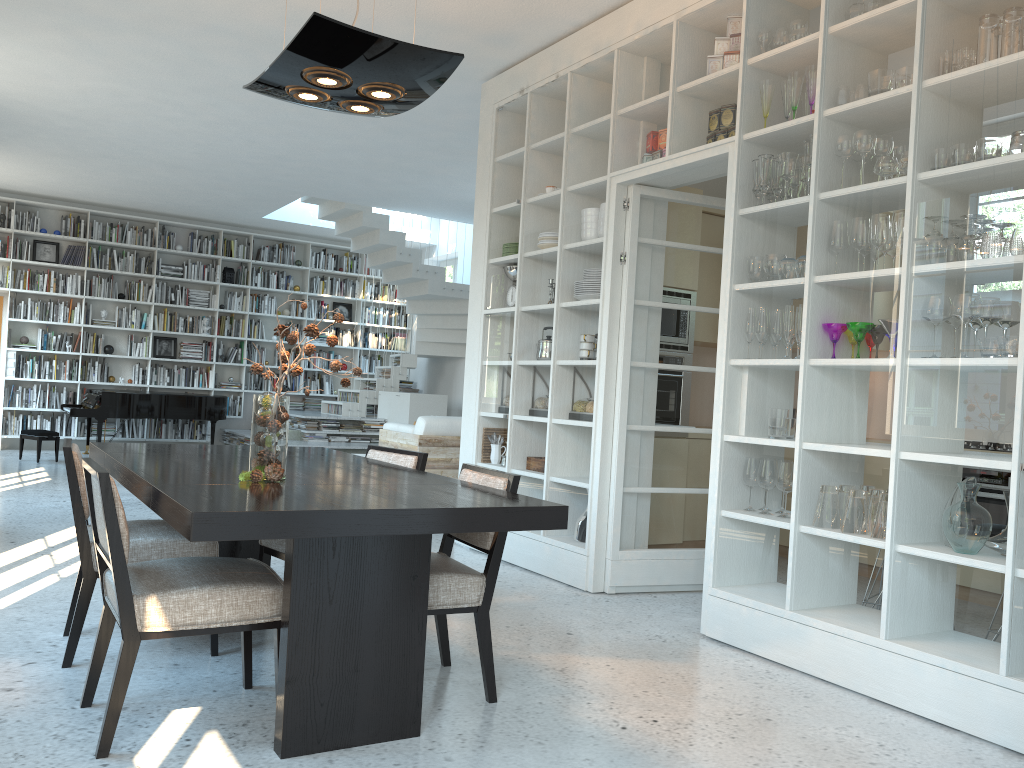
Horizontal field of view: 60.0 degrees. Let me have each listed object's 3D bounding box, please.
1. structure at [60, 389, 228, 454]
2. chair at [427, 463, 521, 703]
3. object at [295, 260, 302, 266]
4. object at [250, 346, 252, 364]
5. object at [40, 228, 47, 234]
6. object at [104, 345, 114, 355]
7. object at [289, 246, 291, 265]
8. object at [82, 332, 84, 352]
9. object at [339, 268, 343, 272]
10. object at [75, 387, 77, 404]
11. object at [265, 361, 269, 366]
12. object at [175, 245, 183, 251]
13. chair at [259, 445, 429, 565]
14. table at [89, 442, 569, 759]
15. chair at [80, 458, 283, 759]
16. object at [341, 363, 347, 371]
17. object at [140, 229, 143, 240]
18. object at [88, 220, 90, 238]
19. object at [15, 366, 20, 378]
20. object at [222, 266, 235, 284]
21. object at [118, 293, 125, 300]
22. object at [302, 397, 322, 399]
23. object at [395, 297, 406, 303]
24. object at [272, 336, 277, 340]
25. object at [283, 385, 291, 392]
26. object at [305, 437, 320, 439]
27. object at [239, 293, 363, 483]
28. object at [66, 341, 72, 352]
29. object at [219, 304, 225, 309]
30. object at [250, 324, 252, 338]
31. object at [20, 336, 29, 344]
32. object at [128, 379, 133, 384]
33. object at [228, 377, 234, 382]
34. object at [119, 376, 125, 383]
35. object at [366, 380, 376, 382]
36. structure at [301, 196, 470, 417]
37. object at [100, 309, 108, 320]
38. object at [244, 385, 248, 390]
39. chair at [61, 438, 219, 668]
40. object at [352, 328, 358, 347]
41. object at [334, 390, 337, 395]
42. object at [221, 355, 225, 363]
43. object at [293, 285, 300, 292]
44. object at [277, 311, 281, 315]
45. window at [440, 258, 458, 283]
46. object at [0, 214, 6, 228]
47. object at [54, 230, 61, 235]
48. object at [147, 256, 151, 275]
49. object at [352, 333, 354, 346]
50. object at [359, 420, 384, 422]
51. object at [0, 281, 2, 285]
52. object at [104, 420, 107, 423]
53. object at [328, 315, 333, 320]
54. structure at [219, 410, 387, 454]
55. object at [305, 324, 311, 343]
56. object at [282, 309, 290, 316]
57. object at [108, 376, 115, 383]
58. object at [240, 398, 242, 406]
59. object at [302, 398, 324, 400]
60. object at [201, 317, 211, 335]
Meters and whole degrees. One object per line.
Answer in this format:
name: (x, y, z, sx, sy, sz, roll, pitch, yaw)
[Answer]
structure: (-4.496, 0.518, 11.022, 1.919, 0.833, 1.334, 4, -1, -31)
chair: (-0.346, 0.685, 3.127, 0.570, 0.782, 0.480, 4, 0, -26)
object: (-3.124, -1.761, 12.965, 0.104, 0.105, 0.104, 3, 0, 18)
object: (-3.772, -0.411, 12.752, 0.007, 0.266, 0.135, 3, 0, -31)
object: (-5.977, -1.942, 11.310, 0.082, 0.083, 0.082, 3, 0, 37)
object: (-5.347, -0.452, 11.757, 0.133, 0.135, 0.134, 3, 0, 18)
object: (-3.266, -1.866, 12.990, 0.006, 0.298, 0.129, 3, 0, -31)
object: (-5.635, -0.539, 11.623, 0.012, 0.270, 0.130, 3, 0, -31)
object: (-2.565, -1.707, 13.304, 0.071, 0.072, 0.071, 3, 0, 18)
object: (-5.713, 0.187, 11.611, 0.017, 0.290, 0.089, 3, 0, -31)
object: (-3.561, -0.300, 12.843, 0.071, 0.072, 0.071, 3, 0, 18)
object: (-4.566, -1.858, 12.153, 0.104, 0.106, 0.105, 3, 0, 37)
chair: (-0.748, 0.671, 3.851, 0.570, 0.782, 0.480, 4, 0, -41)
table: (-0.883, 0.680, 3.317, 1.086, 0.736, 2.198, 4, -1, -31)
chair: (-1.011, 0.641, 2.727, 0.570, 0.782, 0.480, 4, 0, -31)
object: (-2.555, -0.254, 13.437, 0.115, 0.116, 0.115, 3, 0, 37)
object: (-4.993, -1.957, 11.944, 0.010, 0.246, 0.157, 3, 0, -31)
object: (-5.552, -2.014, 11.607, 0.012, 0.285, 0.159, 3, 0, -31)
object: (-6.201, -0.149, 11.113, 0.045, 0.146, 0.045, 3, 0, 7)
object: (-3.989, -1.523, 12.476, 0.135, 0.248, 0.135, 4, 0, -41)
object: (-5.200, -1.161, 11.798, 0.097, 0.098, 0.097, 3, 0, 18)
object: (-2.970, 0.213, 13.233, 0.285, 0.005, 0.159, 4, -1, -26)
object: (-1.739, -1.318, 13.772, 0.203, 0.137, 0.095, 4, 0, -15)
object: (-3.447, -0.662, 12.858, 0.071, 0.072, 0.071, 3, 0, 18)
object: (-3.275, 0.064, 12.850, 0.160, 0.114, 0.064, 4, 0, -44)
object: (-2.455, 0.672, 11.030, 0.204, 0.004, 0.140, 4, -1, -28)
object: (-0.687, 0.019, 2.838, 0.541, 0.601, 0.317, 3, 0, 30)
object: (-5.694, -0.479, 11.385, 0.044, 0.140, 0.082, 3, 0, 43)
object: (-4.061, -1.078, 12.415, 0.071, 0.072, 0.071, 3, 0, 18)
object: (-3.766, -0.750, 12.723, 0.013, 0.208, 0.140, 3, 0, -31)
object: (-6.185, -0.553, 11.248, 0.105, 0.106, 0.105, 3, 0, 37)
object: (-5.114, -0.034, 11.875, 0.061, 0.062, 0.061, 3, 0, 18)
object: (-3.964, -0.063, 12.509, 0.071, 0.072, 0.071, 3, 0, 18)
object: (-5.191, -0.055, 11.800, 0.060, 0.095, 0.078, 3, 0, -14)
object: (-1.978, -0.036, 12.660, 0.161, 0.025, 0.174, 4, -1, -27)
structure: (-1.833, -0.918, 11.779, 2.614, 3.382, 1.953, 4, 0, -31)
object: (-5.401, -0.920, 11.732, 0.095, 0.157, 0.121, 3, 0, -17)
object: (-3.819, 0.049, 12.693, 0.071, 0.072, 0.071, 3, 0, 18)
chair: (-1.441, 0.625, 3.432, 0.570, 0.782, 0.480, 4, 0, -26)
object: (-2.373, -0.697, 13.395, 0.087, 0.288, 0.075, 3, 0, 4)
object: (-2.679, 0.126, 13.403, 0.071, 0.072, 0.071, 3, 0, 18)
object: (-4.040, -0.355, 12.384, 0.054, 0.113, 0.079, 3, 0, -32)
object: (-3.149, -1.393, 12.971, 0.100, 0.102, 0.100, 3, 0, 37)
object: (-3.396, -1.025, 12.902, 0.068, 0.068, 0.068, 3, 0, 37)
window: (-0.863, -1.269, 13.218, 0.042, 1.226, 1.117, 3, 0, -31)
object: (-6.307, -2.010, 10.979, 0.067, 0.198, 0.067, 3, 0, 11)
object: (-5.843, -1.933, 11.391, 0.082, 0.083, 0.082, 3, 0, 37)
object: (-4.852, -1.585, 11.875, 0.075, 0.255, 0.075, 3, 0, 38)
object: (-2.445, -0.664, 13.514, 0.022, 0.211, 0.179, 3, 0, -31)
object: (-1.826, 0.471, 11.526, 0.284, 0.030, 0.177, 4, -1, -31)
object: (-6.412, -1.267, 11.067, 0.071, 0.072, 0.071, 3, 0, 37)
object: (-5.404, 0.467, 11.735, 0.086, 0.087, 0.086, 3, 0, 37)
object: (-2.733, -0.993, 13.299, 0.091, 0.092, 0.091, 3, 0, 18)
structure: (-2.247, 0.758, 12.034, 2.900, 0.659, 3.112, 4, -1, -31)
object: (-2.988, -0.738, 13.001, 0.087, 0.288, 0.075, 3, 0, 4)
object: (-3.309, -1.041, 12.982, 0.111, 0.113, 0.112, 3, 0, 37)
object: (-5.327, -0.063, 11.795, 0.091, 0.092, 0.091, 3, 0, 37)
object: (-3.864, 0.325, 12.607, 0.011, 0.260, 0.142, 3, 0, -31)
object: (-2.977, 0.223, 13.243, 0.285, 0.005, 0.159, 4, -1, -31)
object: (-4.236, -0.801, 12.278, 0.138, 0.244, 0.137, 3, 0, 24)
